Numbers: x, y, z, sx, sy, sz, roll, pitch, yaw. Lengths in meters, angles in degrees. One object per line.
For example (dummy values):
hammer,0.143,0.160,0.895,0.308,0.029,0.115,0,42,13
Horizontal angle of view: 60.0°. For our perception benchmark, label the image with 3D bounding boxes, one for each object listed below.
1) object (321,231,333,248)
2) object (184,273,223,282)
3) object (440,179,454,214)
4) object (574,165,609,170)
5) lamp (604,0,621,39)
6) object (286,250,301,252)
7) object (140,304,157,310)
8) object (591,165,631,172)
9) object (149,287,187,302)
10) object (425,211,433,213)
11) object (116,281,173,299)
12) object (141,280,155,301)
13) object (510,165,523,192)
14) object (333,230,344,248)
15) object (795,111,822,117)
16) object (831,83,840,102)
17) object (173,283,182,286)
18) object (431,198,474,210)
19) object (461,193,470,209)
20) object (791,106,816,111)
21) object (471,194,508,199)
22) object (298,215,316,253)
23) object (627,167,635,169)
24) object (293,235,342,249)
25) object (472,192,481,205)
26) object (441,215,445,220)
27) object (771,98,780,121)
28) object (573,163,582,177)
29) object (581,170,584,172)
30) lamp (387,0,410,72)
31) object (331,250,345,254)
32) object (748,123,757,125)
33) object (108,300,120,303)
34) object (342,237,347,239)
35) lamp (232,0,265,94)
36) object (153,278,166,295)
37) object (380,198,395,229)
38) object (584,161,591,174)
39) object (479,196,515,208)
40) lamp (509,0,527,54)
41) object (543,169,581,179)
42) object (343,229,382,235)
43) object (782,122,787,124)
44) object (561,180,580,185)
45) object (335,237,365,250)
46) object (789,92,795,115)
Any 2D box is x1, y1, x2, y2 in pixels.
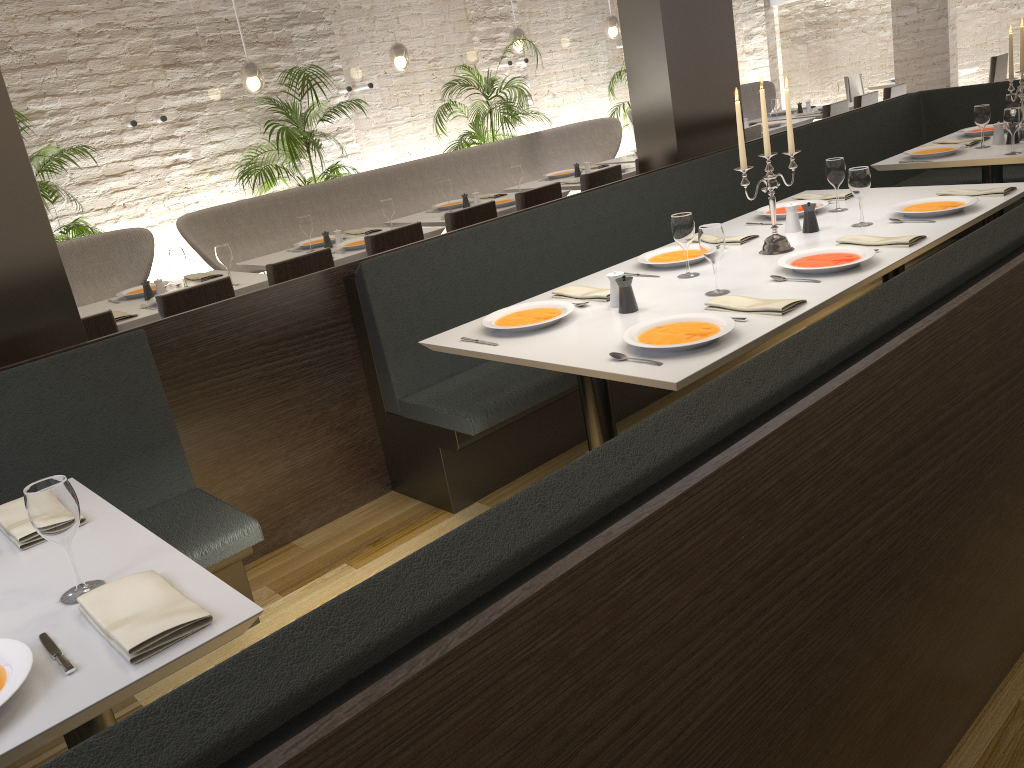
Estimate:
object,-1.174,-0.916,5.621,0.059,0.108,0.060,4,22,40
object,-1.864,-0.646,5.339,0.144,0.032,0.274,-25,23,-37
object,-0.454,-1.326,6.262,0.086,0.228,0.087,-10,17,3
object,0.674,-1.829,7.481,0.144,0.032,0.274,-25,23,-37
lamp,0.910,-4.610,9.116,0.177,2.018,0.180,-1,19,28
object,-1.415,-0.862,5.748,0.017,0.010,0.186,-24,23,-37
object,-1.904,-0.402,4.636,0.038,0.015,0.182,-24,23,-35
object,0.769,-1.653,6.884,0.321,0.036,0.325,-1,21,27
object,-1.769,-0.471,4.742,0.321,0.036,0.325,-12,18,-4
object,-0.572,-1.255,6.459,0.017,0.010,0.186,-24,23,-37
object,-2.125,-0.540,5.141,0.321,0.036,0.325,-12,18,-4
object,-2.019,-0.522,4.908,0.060,0.108,0.060,-20,19,-30
object,0.045,-1.447,6.351,0.086,0.228,0.087,-10,17,3
object,-1.094,-0.922,5.597,0.059,0.108,0.060,4,22,40
object,2.949,-2.662,8.727,0.144,0.032,0.274,-25,23,-37
object,3.335,-2.979,9.127,0.086,0.228,0.087,-13,17,-9
object,-1.998,-0.593,5.255,0.038,0.015,0.182,-24,23,-35
object,-0.438,-1.326,6.566,0.321,0.036,0.325,-1,21,27
object,-0.331,-1.309,6.333,0.059,0.108,0.060,4,22,40
object,3.115,-2.966,9.541,0.144,0.032,0.274,-25,23,-37
object,-0.176,-1.433,6.764,0.144,0.032,0.274,-25,23,-37
object,-1.278,-0.942,5.566,0.086,0.228,0.087,-8,17,8
object,0.897,-1.704,6.999,0.017,0.010,0.186,-24,23,-37
object,-1.281,-0.933,5.854,0.322,0.036,0.325,1,21,31
object,-0.251,-1.315,6.309,0.059,0.108,0.060,4,22,40
object,-0.342,-1.129,5.950,0.144,0.032,0.274,-25,23,-37
object,2.516,-2.598,8.436,0.086,0.228,0.087,-13,17,-9
object,0.519,-1.705,7.050,0.059,0.108,0.060,4,22,40
object,0.540,-1.775,7.397,0.038,0.015,0.182,-24,23,-35
lamp,-1.125,-3.662,7.398,0.178,2.018,0.179,1,20,34
object,-1.059,-0.796,5.349,0.038,0.015,0.182,-24,23,-35
object,2.287,-2.580,8.842,0.144,0.032,0.274,-25,23,-37
object,-2.260,-0.469,5.035,0.017,0.010,0.186,-24,23,-37
object,-1.154,-0.986,5.968,0.038,0.015,0.182,-24,23,-35
lamp,-2.143,-3.188,6.539,0.178,2.018,0.179,-16,17,-18
object,-1.939,-0.529,4.884,0.060,0.108,0.060,-20,19,-30
object,-0.779,-1.063,5.655,0.086,0.228,0.087,-21,20,-32
object,0.599,-1.711,7.026,0.059,0.108,0.060,4,22,40
object,-0.081,-1.257,6.167,0.321,0.036,0.325,-1,21,27
lamp,-0.097,-4.141,8.266,0.177,2.018,0.180,-1,19,28
object,0.413,-1.722,7.283,0.321,0.036,0.325,-1,21,27
object,-1.020,-1.040,6.052,0.144,0.032,0.274,-25,23,-37
object,2.510,-2.455,8.360,0.017,0.010,0.186,-24,23,-37
object,0.508,-1.525,6.667,0.144,0.032,0.274,-25,23,-37
object,-0.924,-0.864,5.455,0.322,0.036,0.325,1,21,31
object,2.836,-2.858,9.038,0.086,0.228,0.087,-13,17,-9
